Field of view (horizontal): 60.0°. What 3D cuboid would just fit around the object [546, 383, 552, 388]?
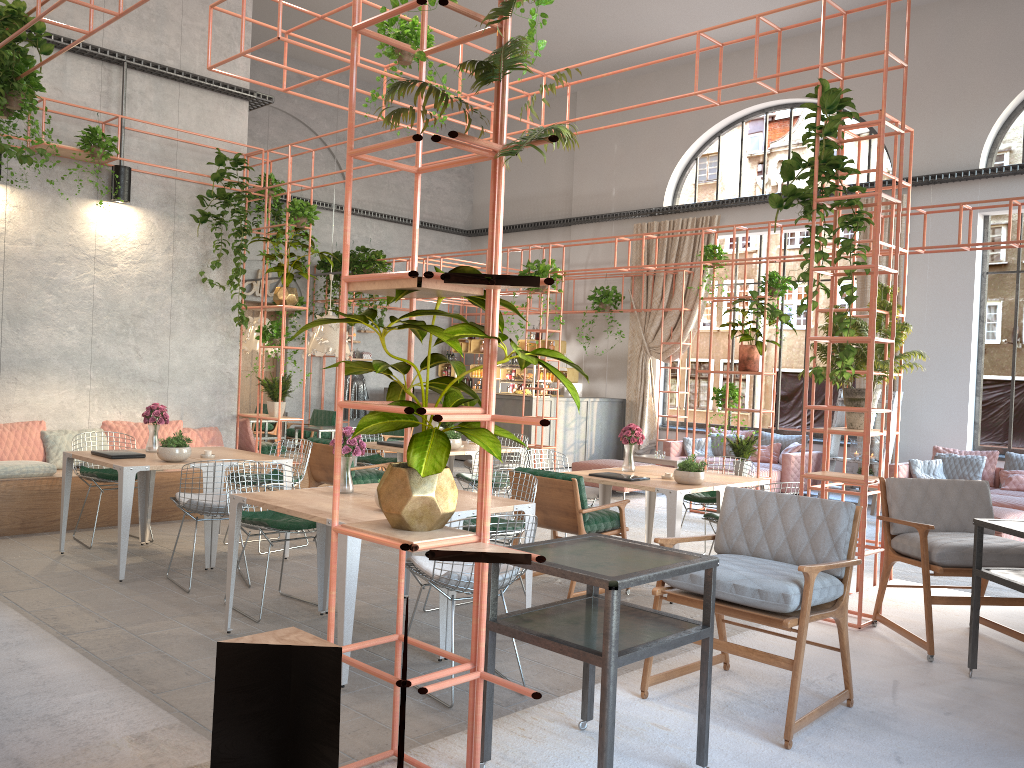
[{"bbox_3d":[0.711,0.041,17.105,0.115,0.107,0.115,3,1,11],"label":"object"}]

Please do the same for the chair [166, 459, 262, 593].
[{"bbox_3d":[-2.188,0.985,6.517,0.565,0.941,0.717,2,1,-29],"label":"chair"}]

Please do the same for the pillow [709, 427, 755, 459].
[{"bbox_3d":[3.495,0.958,14.334,0.839,0.474,0.276,3,1,45],"label":"pillow"}]

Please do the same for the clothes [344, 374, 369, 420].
[{"bbox_3d":[-3.113,0.251,17.653,0.366,0.997,0.625,3,1,24],"label":"clothes"}]

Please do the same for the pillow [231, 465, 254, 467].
[{"bbox_3d":[-3.164,0.833,9.633,0.637,0.149,0.491,2,1,-45],"label":"pillow"}]

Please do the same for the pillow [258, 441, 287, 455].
[{"bbox_3d":[-3.209,0.812,11.192,0.491,0.149,0.637,2,1,-45],"label":"pillow"}]

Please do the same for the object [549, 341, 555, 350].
[{"bbox_3d":[0.771,-0.694,17.108,0.137,0.261,0.137,2,1,-10],"label":"object"}]

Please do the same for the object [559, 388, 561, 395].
[{"bbox_3d":[0.900,0.142,17.108,0.073,0.131,0.073,3,1,37],"label":"object"}]

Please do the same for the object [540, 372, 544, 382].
[{"bbox_3d":[0.584,-0.144,17.118,0.069,0.191,0.069,2,1,-34],"label":"object"}]

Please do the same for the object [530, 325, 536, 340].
[{"bbox_3d":[0.425,-1.017,17.562,0.134,0.301,0.134,3,1,33],"label":"object"}]

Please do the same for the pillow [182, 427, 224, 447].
[{"bbox_3d":[-3.492,0.678,9.863,0.289,0.385,0.666,3,1,40],"label":"pillow"}]

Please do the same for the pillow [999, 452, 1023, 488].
[{"bbox_3d":[6.665,1.133,11.229,0.836,0.476,0.273,3,1,45],"label":"pillow"}]

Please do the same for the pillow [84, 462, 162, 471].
[{"bbox_3d":[-3.873,0.812,8.904,0.637,0.149,0.491,2,1,-45],"label":"pillow"}]

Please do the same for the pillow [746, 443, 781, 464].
[{"bbox_3d":[3.861,1.050,13.586,0.479,0.317,0.441,3,1,26],"label":"pillow"}]

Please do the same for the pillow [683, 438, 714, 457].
[{"bbox_3d":[2.999,1.021,14.186,0.500,0.324,0.307,2,1,-11],"label":"pillow"}]

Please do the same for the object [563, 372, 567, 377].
[{"bbox_3d":[1.016,-0.129,16.756,0.131,0.207,0.131,2,1,-1],"label":"object"}]

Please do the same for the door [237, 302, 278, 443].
[{"bbox_3d":[-5.189,-0.180,16.683,0.551,2.729,1.360,3,1,44],"label":"door"}]

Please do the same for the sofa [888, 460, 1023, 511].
[{"bbox_3d":[5.738,1.411,10.927,2.219,0.672,1.960,3,1,44],"label":"sofa"}]

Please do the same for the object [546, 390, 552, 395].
[{"bbox_3d":[0.706,0.147,17.015,0.115,0.107,0.115,3,1,11],"label":"object"}]

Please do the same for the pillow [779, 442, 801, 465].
[{"bbox_3d":[4.147,1.048,13.231,0.308,0.349,0.495,2,1,4],"label":"pillow"}]

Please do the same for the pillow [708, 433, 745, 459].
[{"bbox_3d":[3.379,0.987,14.236,0.666,0.385,0.289,3,1,45],"label":"pillow"}]

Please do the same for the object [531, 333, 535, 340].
[{"bbox_3d":[0.412,-0.925,17.323,0.088,0.123,0.088,3,1,10],"label":"object"}]

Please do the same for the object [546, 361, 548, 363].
[{"bbox_3d":[0.668,-0.406,17.087,0.083,0.159,0.083,2,1,-1],"label":"object"}]

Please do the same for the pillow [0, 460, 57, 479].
[{"bbox_3d":[-4.604,0.789,8.153,0.637,0.149,0.491,2,1,-45],"label":"pillow"}]

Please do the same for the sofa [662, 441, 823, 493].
[{"bbox_3d":[3.209,1.273,13.392,2.219,0.672,1.960,3,1,44],"label":"sofa"}]

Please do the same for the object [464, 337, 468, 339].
[{"bbox_3d":[-0.962,-0.999,18.662,0.088,0.123,0.088,3,1,10],"label":"object"}]

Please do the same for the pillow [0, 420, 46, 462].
[{"bbox_3d":[-4.847,0.588,8.499,0.276,0.474,0.839,3,1,35],"label":"pillow"}]

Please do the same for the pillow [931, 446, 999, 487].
[{"bbox_3d":[6.025,1.096,11.869,0.839,0.474,0.276,3,1,45],"label":"pillow"}]

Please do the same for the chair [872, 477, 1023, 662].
[{"bbox_3d":[2.547,1.025,5.052,0.722,0.914,0.685,2,1,-6],"label":"chair"}]

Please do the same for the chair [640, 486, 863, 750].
[{"bbox_3d":[1.087,0.968,3.965,0.722,0.929,0.685,3,1,44],"label":"chair"}]

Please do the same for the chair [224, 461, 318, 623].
[{"bbox_3d":[-1.565,1.019,5.899,0.565,0.941,0.717,2,1,-44],"label":"chair"}]

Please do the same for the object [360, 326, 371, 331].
[{"bbox_3d":[-2.933,-1.120,17.788,0.013,0.101,0.263,3,1,44],"label":"object"}]

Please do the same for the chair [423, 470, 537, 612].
[{"bbox_3d":[-0.204,1.077,5.974,0.565,0.941,0.717,3,1,41],"label":"chair"}]

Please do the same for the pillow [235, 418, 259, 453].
[{"bbox_3d":[-3.419,0.623,10.812,0.839,0.474,0.276,3,1,35],"label":"pillow"}]

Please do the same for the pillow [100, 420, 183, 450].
[{"bbox_3d":[-3.923,0.617,9.386,0.839,0.474,0.276,2,1,-25],"label":"pillow"}]

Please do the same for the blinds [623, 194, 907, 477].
[{"bbox_3d":[3.896,-0.708,14.721,0.414,4.389,4.957,2,1,-45],"label":"blinds"}]

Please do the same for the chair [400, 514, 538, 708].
[{"bbox_3d":[-0.230,1.092,4.610,0.565,0.941,0.717,2,1,-29],"label":"chair"}]

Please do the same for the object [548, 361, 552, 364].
[{"bbox_3d":[0.733,-0.403,17.024,0.083,0.159,0.083,2,1,-1],"label":"object"}]

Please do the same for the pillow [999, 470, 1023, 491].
[{"bbox_3d":[6.391,1.188,11.121,0.479,0.317,0.441,3,1,26],"label":"pillow"}]

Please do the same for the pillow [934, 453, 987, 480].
[{"bbox_3d":[5.909,1.124,11.771,0.666,0.385,0.289,3,1,45],"label":"pillow"}]

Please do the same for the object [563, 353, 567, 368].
[{"bbox_3d":[1.010,-0.446,16.929,0.075,0.273,0.075,3,1,33],"label":"object"}]

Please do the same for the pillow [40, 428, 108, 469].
[{"bbox_3d":[-4.386,0.651,8.945,0.289,0.385,0.666,3,1,40],"label":"pillow"}]

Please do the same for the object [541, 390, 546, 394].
[{"bbox_3d":[0.613,0.142,17.106,0.115,0.107,0.115,3,1,41],"label":"object"}]

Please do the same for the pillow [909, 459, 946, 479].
[{"bbox_3d":[5.528,1.159,11.721,0.500,0.324,0.307,2,1,-11],"label":"pillow"}]

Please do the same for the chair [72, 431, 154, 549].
[{"bbox_3d":[-3.522,0.913,7.806,0.565,0.941,0.717,2,1,-44],"label":"chair"}]

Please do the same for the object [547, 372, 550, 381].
[{"bbox_3d":[0.700,-0.137,17.004,0.069,0.191,0.069,2,1,-10],"label":"object"}]

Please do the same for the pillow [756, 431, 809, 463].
[{"bbox_3d":[4.135,0.996,13.694,0.836,0.476,0.273,3,1,45],"label":"pillow"}]

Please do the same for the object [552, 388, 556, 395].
[{"bbox_3d":[0.804,0.139,17.002,0.073,0.131,0.073,3,1,37],"label":"object"}]

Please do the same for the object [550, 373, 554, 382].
[{"bbox_3d":[0.765,-0.134,16.940,0.069,0.191,0.069,2,1,-29],"label":"object"}]
